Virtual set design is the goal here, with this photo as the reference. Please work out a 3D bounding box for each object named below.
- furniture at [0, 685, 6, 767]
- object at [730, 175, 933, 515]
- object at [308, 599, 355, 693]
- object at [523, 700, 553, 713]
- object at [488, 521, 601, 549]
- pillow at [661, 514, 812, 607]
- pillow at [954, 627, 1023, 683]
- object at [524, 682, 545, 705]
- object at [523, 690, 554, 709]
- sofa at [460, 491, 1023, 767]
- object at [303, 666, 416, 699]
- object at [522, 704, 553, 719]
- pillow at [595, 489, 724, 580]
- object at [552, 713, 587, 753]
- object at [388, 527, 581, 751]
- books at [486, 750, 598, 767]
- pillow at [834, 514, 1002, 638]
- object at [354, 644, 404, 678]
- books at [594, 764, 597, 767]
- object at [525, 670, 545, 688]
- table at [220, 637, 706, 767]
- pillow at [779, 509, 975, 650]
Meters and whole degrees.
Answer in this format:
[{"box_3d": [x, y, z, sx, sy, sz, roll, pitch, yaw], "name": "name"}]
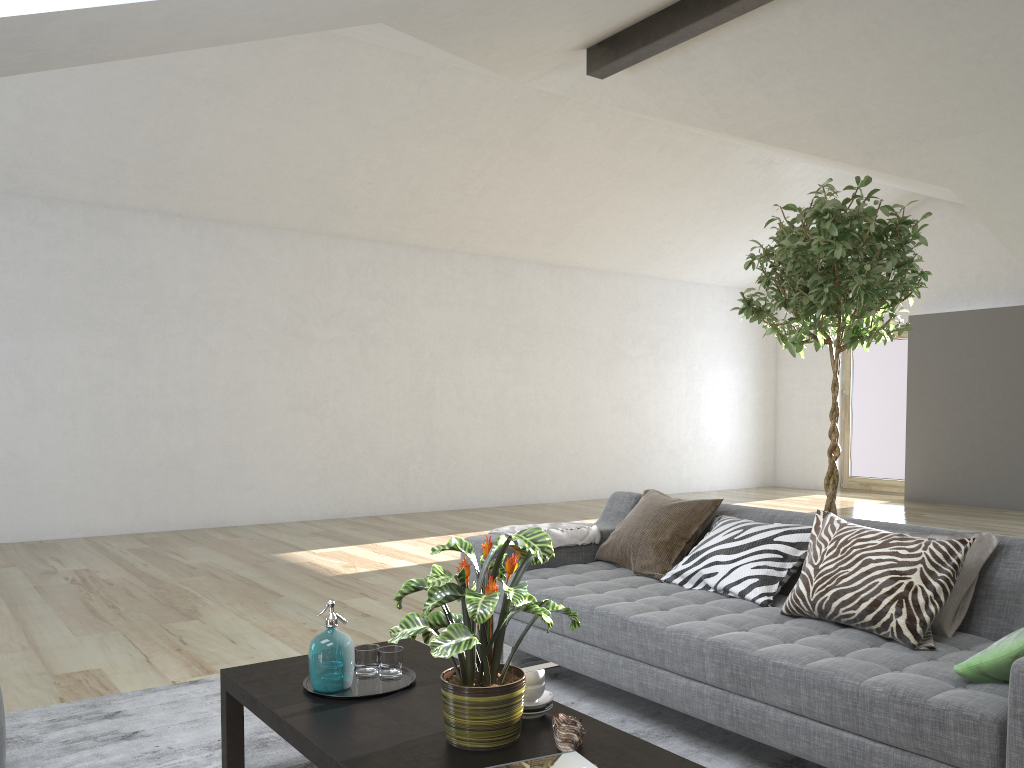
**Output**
[{"box_3d": [-1.717, 0.952, 2.246, 0.711, 0.358, 0.759, 0, -1, 37], "name": "furniture"}, {"box_3d": [1.316, 0.171, 3.737, 0.786, 2.027, 0.824, 2, 3, 33], "name": "object"}, {"box_3d": [-0.480, 0.691, 2.362, 0.121, 0.240, 0.117, 0, 2, -10], "name": "object"}, {"box_3d": [0.040, 0.789, 2.181, 0.120, 0.021, 0.122, 0, -2, 5], "name": "object"}, {"box_3d": [0.129, 0.814, 3.925, 0.480, 0.420, 0.357, 0, 1, -33], "name": "object"}, {"box_3d": [0.858, 0.651, 3.320, 0.358, 0.284, 0.559, 0, -1, -35], "name": "pillow"}, {"box_3d": [1.324, 0.628, 2.211, 0.441, 0.262, 0.228, 1, 1, -34], "name": "pillow"}, {"box_3d": [0.041, 0.758, 2.180, 0.077, 0.050, 0.085, 0, -1, 32], "name": "object"}, {"box_3d": [0.043, 0.779, 2.183, 0.125, 0.024, 0.117, 2, -2, -40], "name": "object"}, {"box_3d": [0.884, 0.818, 3.062, 1.024, 0.685, 2.457, 0, -1, -35], "name": "sofa"}, {"box_3d": [-0.413, 0.809, 2.418, 0.307, 0.012, 0.292, 1, -2, -22], "name": "object"}, {"box_3d": [0.040, 0.799, 2.182, 0.120, 0.021, 0.122, 0, -2, 5], "name": "object"}, {"box_3d": [0.600, 0.632, 3.764, 0.306, 0.339, 0.581, 0, 0, -25], "name": "pillow"}, {"box_3d": [0.118, 0.770, 1.951, 0.067, 0.079, 0.127, 1, 0, 23], "name": "object"}, {"box_3d": [-0.052, 0.584, 2.038, 0.370, 0.527, 0.443, 1, 1, 29], "name": "object"}, {"box_3d": [0.041, 0.716, 1.595, 0.253, 0.019, 0.159, 1, -2, -26], "name": "books"}, {"box_3d": [1.211, 0.616, 2.897, 0.262, 0.319, 0.641, -1, 0, -35], "name": "pillow"}, {"box_3d": [-0.420, 0.760, 2.483, 0.231, 0.108, 0.098, 0, 1, -10], "name": "object"}, {"box_3d": [0.033, 0.741, 1.591, 0.291, 0.030, 0.178, 1, -2, -11], "name": "books"}, {"box_3d": [0.040, 0.729, 2.180, 0.085, 0.068, 0.076, 0, 0, -21], "name": "object"}, {"box_3d": [-0.142, 0.969, 2.101, 0.620, 0.326, 1.547, 1, -2, -35], "name": "table"}, {"box_3d": [1.108, 0.586, 2.738, 0.280, 0.341, 0.558, -1, 0, -31], "name": "pillow"}]
